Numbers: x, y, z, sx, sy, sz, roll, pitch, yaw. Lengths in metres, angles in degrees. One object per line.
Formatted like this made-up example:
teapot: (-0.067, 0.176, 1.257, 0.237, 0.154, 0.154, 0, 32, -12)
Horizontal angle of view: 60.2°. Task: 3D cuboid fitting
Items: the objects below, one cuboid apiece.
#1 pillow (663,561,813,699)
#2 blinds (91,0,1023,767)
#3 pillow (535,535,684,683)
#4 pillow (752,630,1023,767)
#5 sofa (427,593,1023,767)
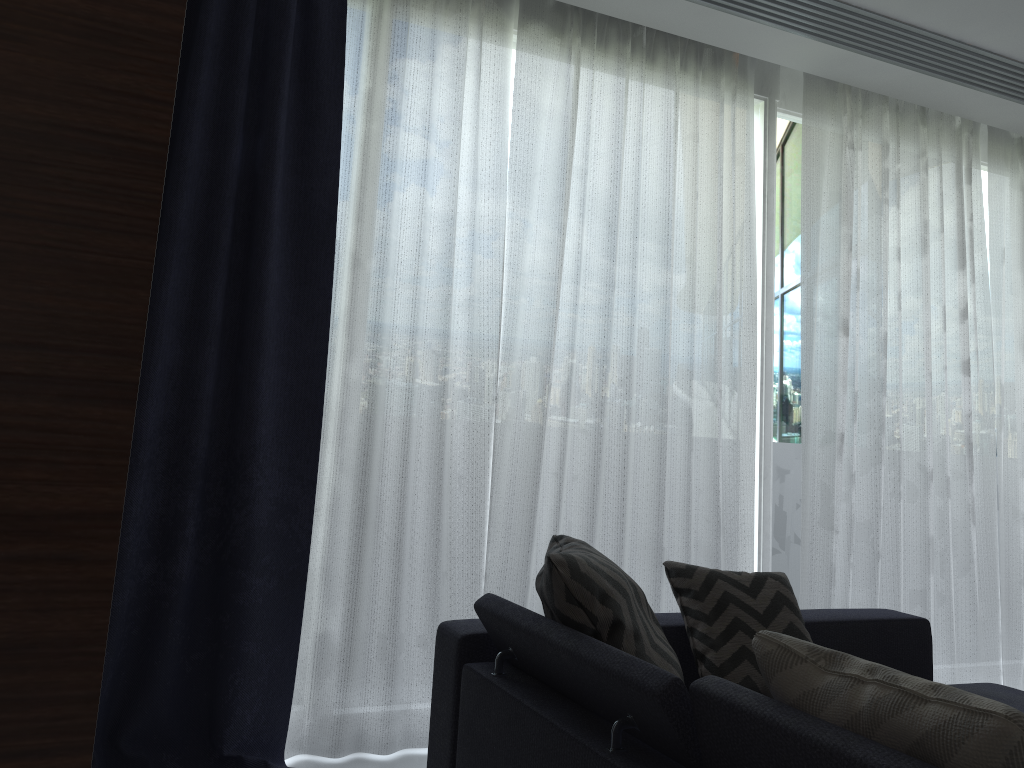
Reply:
pillow: (0.662, 0.688, 2.453, 0.414, 0.349, 0.284, 5, -7, -19)
blinds: (2.138, -0.223, 1.090, 7.113, 2.807, 5.755, 5, -5, -20)
pillow: (0.227, 0.647, 2.090, 0.355, 0.524, 0.591, 3, -6, 6)
pillow: (0.613, 0.593, 1.254, 0.341, 0.393, 0.491, 6, -7, -24)
sofa: (1.242, 0.842, 1.397, 1.892, 0.615, 2.853, 5, -5, -24)
